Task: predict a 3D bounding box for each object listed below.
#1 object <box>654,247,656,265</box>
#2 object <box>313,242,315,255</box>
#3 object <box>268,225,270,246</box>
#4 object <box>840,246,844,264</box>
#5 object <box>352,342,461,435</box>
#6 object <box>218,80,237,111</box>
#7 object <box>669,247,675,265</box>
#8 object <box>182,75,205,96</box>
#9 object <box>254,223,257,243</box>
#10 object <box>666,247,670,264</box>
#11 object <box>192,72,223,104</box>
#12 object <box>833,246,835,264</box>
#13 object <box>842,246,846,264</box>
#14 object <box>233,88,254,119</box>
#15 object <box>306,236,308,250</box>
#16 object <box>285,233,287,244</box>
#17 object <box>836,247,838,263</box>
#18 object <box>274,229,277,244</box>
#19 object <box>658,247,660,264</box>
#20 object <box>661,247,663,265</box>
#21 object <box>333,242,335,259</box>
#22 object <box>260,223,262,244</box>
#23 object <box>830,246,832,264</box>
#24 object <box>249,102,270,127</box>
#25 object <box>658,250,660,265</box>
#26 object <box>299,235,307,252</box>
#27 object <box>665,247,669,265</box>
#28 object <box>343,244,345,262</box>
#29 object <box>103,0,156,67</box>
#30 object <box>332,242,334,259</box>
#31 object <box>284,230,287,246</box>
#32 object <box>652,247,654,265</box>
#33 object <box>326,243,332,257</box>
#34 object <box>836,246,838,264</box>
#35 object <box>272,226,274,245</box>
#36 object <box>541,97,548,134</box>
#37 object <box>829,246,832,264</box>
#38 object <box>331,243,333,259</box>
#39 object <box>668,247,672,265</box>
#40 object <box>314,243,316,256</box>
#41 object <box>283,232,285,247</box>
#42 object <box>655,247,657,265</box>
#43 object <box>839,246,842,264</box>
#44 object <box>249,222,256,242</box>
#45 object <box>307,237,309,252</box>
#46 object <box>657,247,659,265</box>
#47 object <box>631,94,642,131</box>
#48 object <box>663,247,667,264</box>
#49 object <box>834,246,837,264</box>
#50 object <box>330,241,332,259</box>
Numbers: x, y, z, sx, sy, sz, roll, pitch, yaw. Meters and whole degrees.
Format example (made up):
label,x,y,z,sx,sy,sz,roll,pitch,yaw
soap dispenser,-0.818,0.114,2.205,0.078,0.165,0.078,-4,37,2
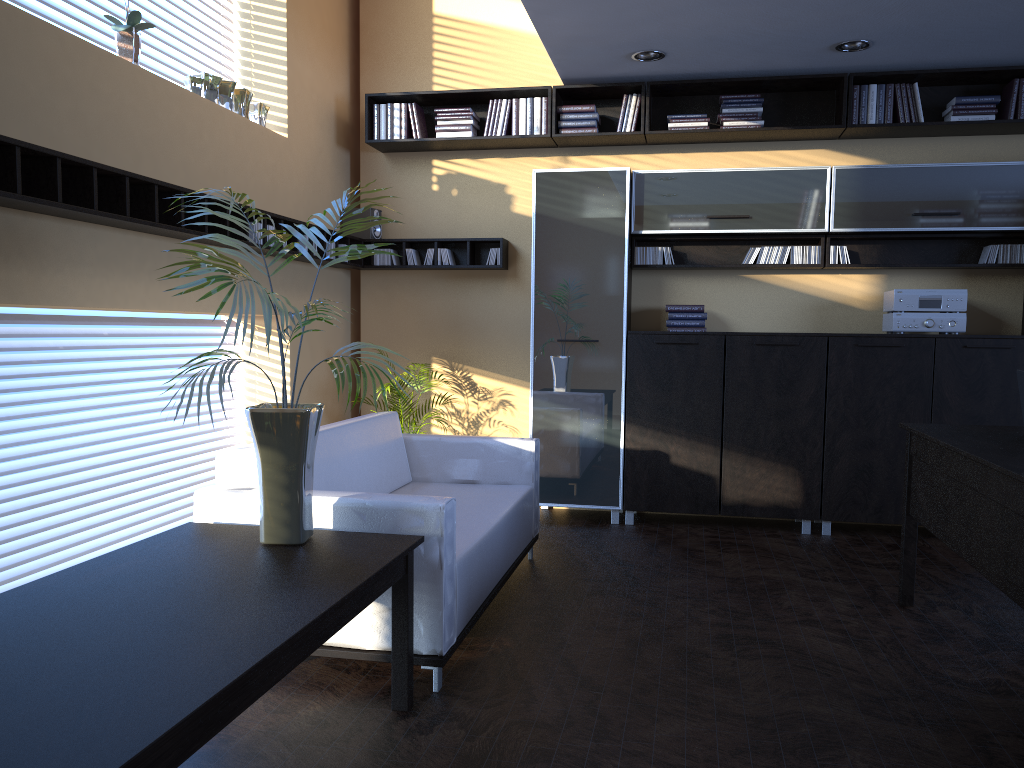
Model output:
label,x,y,z,sx,sy,sz,roll,pitch,yaw
object,0.999,-0.890,6.197,0.009,0.120,0.142,2,4,11
object,-1.346,-0.889,5.725,0.142,0.120,0.030,1,5,11
object,-1.466,-0.855,5.115,0.142,0.120,0.009,1,5,11
object,2.206,-0.861,5.956,0.030,0.120,0.142,2,4,11
object,-0.725,0.320,6.283,0.688,1.243,0.840,5,6,45
object,-1.653,-1.634,5.071,0.137,0.174,0.144,-2,5,-28
object,1.114,-0.886,6.172,0.040,0.118,0.142,2,4,11
object,-1.712,-1.586,4.770,0.089,0.114,0.094,-3,6,-43
object,-1.497,-0.846,4.971,0.142,0.120,0.009,1,5,11
object,1.090,-0.888,6.181,0.030,0.120,0.142,2,4,11
object,-1.686,-1.617,4.896,0.126,0.160,0.132,3,5,31
object,2.155,-0.862,5.962,0.009,0.120,0.142,2,4,11
object,2.216,-0.861,5.954,0.030,0.120,0.142,2,4,11
object,-1.615,-1.644,5.245,0.137,0.174,0.144,1,4,2
object,-1.368,-0.884,5.631,0.142,0.120,0.030,1,5,11
object,-1.424,-0.866,5.336,0.140,0.116,0.036,1,5,11
object,2.175,-0.862,5.963,0.009,0.120,0.142,2,4,11
object,-1.452,-0.859,5.210,0.142,0.119,0.040,1,5,11
object,1.029,-0.889,6.187,0.006,0.118,0.140,2,4,11
object,1.049,-0.889,6.188,0.009,0.120,0.142,2,4,11
object,-1.279,-0.908,6.041,0.142,0.120,0.030,1,5,11
object,-1.489,-0.850,5.032,0.142,0.120,0.009,1,5,11
object,2.135,-0.863,5.965,0.006,0.118,0.140,2,4,11
object,-1.570,-1.645,5.469,0.117,0.149,0.124,2,4,12
object,1.029,-0.889,6.190,0.009,0.120,0.142,2,4,11
object,-1.370,-0.882,5.606,0.142,0.119,0.040,1,5,11
object,1.079,-0.888,6.179,0.030,0.120,0.142,2,4,11
object,-1.243,-0.918,6.218,0.142,0.120,0.009,1,5,11
object,-1.818,-1.847,4.219,0.351,0.697,0.436,0,5,-9
object,-1.284,-0.907,6.032,0.142,0.120,0.030,1,5,11
object,-1.426,-0.866,5.336,0.142,0.119,0.040,1,5,11
object,0.990,-0.891,6.200,0.009,0.120,0.142,2,4,11
object,-1.293,-0.904,5.998,0.142,0.119,0.040,1,5,11
object,2.176,-0.862,5.962,0.006,0.118,0.140,2,4,11
object,-1.457,-0.858,5.165,0.142,0.120,0.009,1,5,11
object,0.245,-1.842,6.188,0.050,0.259,0.207,2,4,11
object,2.136,-0.863,5.970,0.009,0.120,0.142,2,4,11
object,-1.287,-0.907,6.022,0.142,0.120,0.030,1,5,11
object,1.099,-0.887,6.172,0.030,0.120,0.142,2,4,11
object,-1.341,-0.890,5.734,0.142,0.120,0.030,1,5,11
object,-1.430,-0.865,5.301,0.142,0.120,0.030,1,5,11
object,1.009,-0.890,6.193,0.009,0.120,0.142,2,4,11
object,2.197,-0.862,5.960,0.026,0.118,0.140,2,4,11
object,-1.504,-0.844,4.947,0.142,0.119,0.040,1,5,11
object,-1.368,-0.885,5.652,0.142,0.120,0.030,1,5,11
object,1.019,-0.890,6.191,0.009,0.120,0.142,2,4,11
object,0.857,-1.828,6.071,0.075,0.260,0.207,2,4,11
object,1.069,-0.888,6.180,0.026,0.118,0.140,2,4,11
object,2.166,-0.863,5.965,0.009,0.120,0.142,2,4,12
object,-1.292,-0.906,6.013,0.142,0.120,0.030,1,5,11
